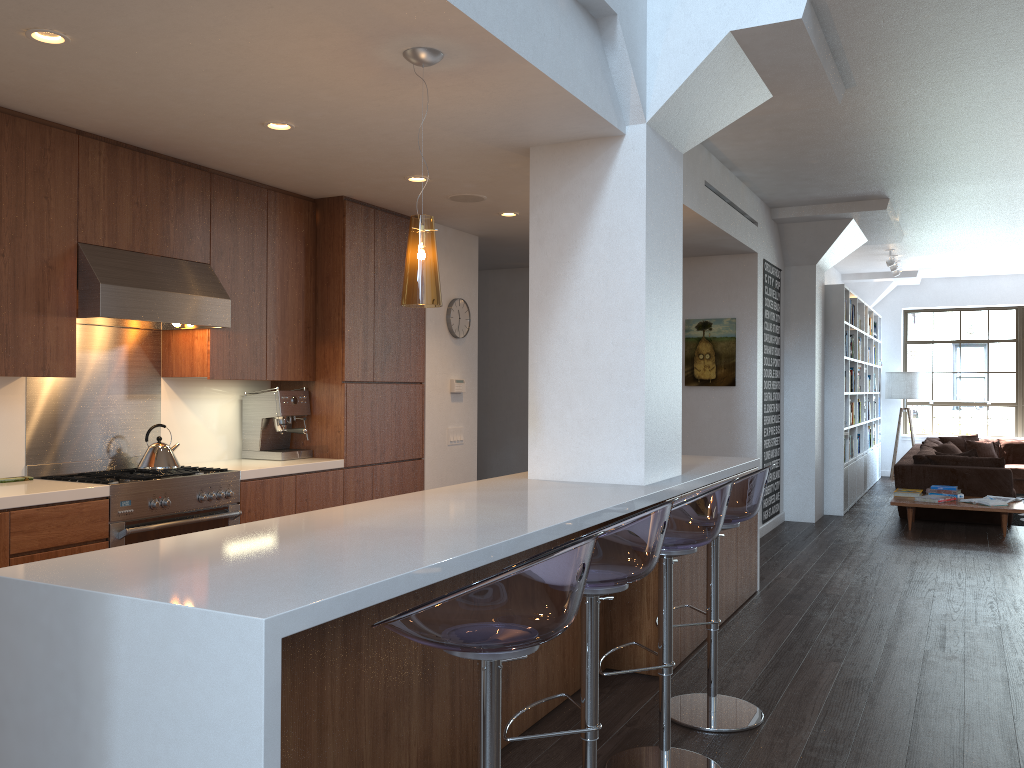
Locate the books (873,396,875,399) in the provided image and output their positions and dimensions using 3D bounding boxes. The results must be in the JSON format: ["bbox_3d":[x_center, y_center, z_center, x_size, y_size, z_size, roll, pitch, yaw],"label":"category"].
[{"bbox_3d":[4.925,0.188,12.362,0.224,0.030,0.161,0,0,37],"label":"books"}]

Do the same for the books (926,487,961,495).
[{"bbox_3d":[4.234,1.048,8.694,0.279,0.035,0.191,0,0,37],"label":"books"}]

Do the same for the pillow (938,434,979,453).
[{"bbox_3d":[6.123,0.889,12.014,0.580,0.418,0.334,0,0,0],"label":"pillow"}]

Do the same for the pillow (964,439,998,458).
[{"bbox_3d":[6.248,0.907,11.841,0.489,0.337,0.238,0,0,-3],"label":"pillow"}]

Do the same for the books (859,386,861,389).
[{"bbox_3d":[4.202,0.041,10.958,0.160,0.039,0.251,0,0,32],"label":"books"}]

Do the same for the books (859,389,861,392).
[{"bbox_3d":[4.205,0.080,10.958,0.171,0.039,0.246,0,0,27],"label":"books"}]

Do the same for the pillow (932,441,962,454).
[{"bbox_3d":[5.275,0.893,10.630,0.325,0.391,0.625,0,0,44],"label":"pillow"}]

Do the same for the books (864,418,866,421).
[{"bbox_3d":[4.390,0.458,11.365,0.246,0.038,0.171,0,0,27],"label":"books"}]

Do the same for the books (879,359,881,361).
[{"bbox_3d":[5.279,-0.348,13.084,0.174,0.032,0.254,0,0,-28],"label":"books"}]

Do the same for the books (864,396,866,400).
[{"bbox_3d":[4.410,0.178,11.355,0.185,0.041,0.129,0,0,42],"label":"books"}]

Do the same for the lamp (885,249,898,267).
[{"bbox_3d":[4.538,-1.508,10.630,0.120,0.211,0.111,0,0,-29],"label":"lamp"}]

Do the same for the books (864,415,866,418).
[{"bbox_3d":[4.390,0.420,11.368,0.251,0.037,0.160,0,0,32],"label":"books"}]

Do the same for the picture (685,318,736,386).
[{"bbox_3d":[1.767,-0.282,7.908,0.450,0.600,0.030,0,0,27],"label":"picture"}]

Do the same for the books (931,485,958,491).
[{"bbox_3d":[4.237,1.017,8.690,0.224,0.027,0.157,0,0,32],"label":"books"}]

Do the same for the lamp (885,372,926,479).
[{"bbox_3d":[5.829,0.615,13.149,0.545,1.579,0.545,0,0,16],"label":"lamp"}]

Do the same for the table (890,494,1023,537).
[{"bbox_3d":[4.207,1.237,8.388,1.100,0.271,0.853,0,0,27],"label":"table"}]

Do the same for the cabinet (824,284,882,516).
[{"bbox_3d":[4.275,0.180,11.332,0.461,2.414,4.500,0,0,27],"label":"cabinet"}]

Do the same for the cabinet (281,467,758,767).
[{"bbox_3d":[0.169,0.920,3.956,0.898,0.796,4.493,0,0,27],"label":"cabinet"}]

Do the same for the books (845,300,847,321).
[{"bbox_3d":[3.534,-0.787,9.620,0.170,0.251,0.118,0,0,27],"label":"books"}]

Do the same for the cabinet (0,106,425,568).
[{"bbox_3d":[-2.098,0.064,4.088,0.598,2.499,5.299,0,0,27],"label":"cabinet"}]

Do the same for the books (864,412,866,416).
[{"bbox_3d":[4.397,0.382,11.392,0.259,0.040,0.180,0,0,27],"label":"books"}]

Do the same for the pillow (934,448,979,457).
[{"bbox_3d":[4.719,0.861,9.310,0.269,0.411,0.559,0,0,-17],"label":"pillow"}]

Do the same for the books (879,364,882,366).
[{"bbox_3d":[5.278,-0.281,13.089,0.197,0.035,0.284,1,0,-33],"label":"books"}]

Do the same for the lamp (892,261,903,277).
[{"bbox_3d":[5.007,-1.500,11.541,0.120,0.211,0.111,0,0,1],"label":"lamp"}]

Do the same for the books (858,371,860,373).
[{"bbox_3d":[4.198,-0.150,11.001,0.223,0.027,0.161,0,0,17],"label":"books"}]

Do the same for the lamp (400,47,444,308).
[{"bbox_3d":[0.916,-1.172,3.716,2.842,1.807,0.149,0,0,-24],"label":"lamp"}]

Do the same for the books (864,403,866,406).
[{"bbox_3d":[4.405,0.264,11.372,0.223,0.032,0.161,0,0,27],"label":"books"}]

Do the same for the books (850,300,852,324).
[{"bbox_3d":[3.732,-0.800,10.020,0.197,0.290,0.136,0,0,27],"label":"books"}]

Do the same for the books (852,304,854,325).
[{"bbox_3d":[3.794,-0.780,10.105,0.182,0.253,0.098,0,0,27],"label":"books"}]

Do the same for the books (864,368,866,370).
[{"bbox_3d":[4.371,-0.192,11.279,0.224,0.030,0.161,0,0,37],"label":"books"}]

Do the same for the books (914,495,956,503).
[{"bbox_3d":[3.989,1.082,8.362,0.340,0.035,0.236,1,0,-38],"label":"books"}]

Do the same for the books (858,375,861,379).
[{"bbox_3d":[4.203,-0.085,10.964,0.183,0.042,0.253,0,0,27],"label":"books"}]

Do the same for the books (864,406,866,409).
[{"bbox_3d":[4.397,0.298,11.369,0.253,0.040,0.183,0,0,27],"label":"books"}]

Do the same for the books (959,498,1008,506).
[{"bbox_3d":[4.343,1.082,8.171,0.231,0.040,0.342,0,0,-23],"label":"books"}]

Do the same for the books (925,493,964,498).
[{"bbox_3d":[4.236,1.084,8.688,0.312,0.037,0.216,0,0,17],"label":"books"}]

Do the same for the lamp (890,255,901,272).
[{"bbox_3d":[4.769,-1.504,11.080,0.120,0.211,0.111,0,0,-14],"label":"lamp"}]

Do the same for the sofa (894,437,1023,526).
[{"bbox_3d":[6.386,1.061,10.123,3.481,0.664,4.197,0,0,27],"label":"sofa"}]

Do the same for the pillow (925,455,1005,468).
[{"bbox_3d":[4.631,0.902,9.056,0.750,0.364,0.289,0,0,26],"label":"pillow"}]

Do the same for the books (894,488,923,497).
[{"bbox_3d":[3.926,1.079,8.780,0.241,0.045,0.334,0,0,29],"label":"books"}]

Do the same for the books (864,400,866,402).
[{"bbox_3d":[4.416,0.211,11.359,0.208,0.024,0.144,0,0,32],"label":"books"}]

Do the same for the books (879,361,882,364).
[{"bbox_3d":[5.278,-0.315,13.090,0.284,0.033,0.197,0,0,42],"label":"books"}]

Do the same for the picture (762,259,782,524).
[{"bbox_3d":[2.436,0.069,8.292,0.021,2.380,0.800,0,0,27],"label":"picture"}]

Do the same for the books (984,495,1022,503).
[{"bbox_3d":[4.638,1.086,8.406,0.350,0.035,0.256,1,0,-38],"label":"books"}]
